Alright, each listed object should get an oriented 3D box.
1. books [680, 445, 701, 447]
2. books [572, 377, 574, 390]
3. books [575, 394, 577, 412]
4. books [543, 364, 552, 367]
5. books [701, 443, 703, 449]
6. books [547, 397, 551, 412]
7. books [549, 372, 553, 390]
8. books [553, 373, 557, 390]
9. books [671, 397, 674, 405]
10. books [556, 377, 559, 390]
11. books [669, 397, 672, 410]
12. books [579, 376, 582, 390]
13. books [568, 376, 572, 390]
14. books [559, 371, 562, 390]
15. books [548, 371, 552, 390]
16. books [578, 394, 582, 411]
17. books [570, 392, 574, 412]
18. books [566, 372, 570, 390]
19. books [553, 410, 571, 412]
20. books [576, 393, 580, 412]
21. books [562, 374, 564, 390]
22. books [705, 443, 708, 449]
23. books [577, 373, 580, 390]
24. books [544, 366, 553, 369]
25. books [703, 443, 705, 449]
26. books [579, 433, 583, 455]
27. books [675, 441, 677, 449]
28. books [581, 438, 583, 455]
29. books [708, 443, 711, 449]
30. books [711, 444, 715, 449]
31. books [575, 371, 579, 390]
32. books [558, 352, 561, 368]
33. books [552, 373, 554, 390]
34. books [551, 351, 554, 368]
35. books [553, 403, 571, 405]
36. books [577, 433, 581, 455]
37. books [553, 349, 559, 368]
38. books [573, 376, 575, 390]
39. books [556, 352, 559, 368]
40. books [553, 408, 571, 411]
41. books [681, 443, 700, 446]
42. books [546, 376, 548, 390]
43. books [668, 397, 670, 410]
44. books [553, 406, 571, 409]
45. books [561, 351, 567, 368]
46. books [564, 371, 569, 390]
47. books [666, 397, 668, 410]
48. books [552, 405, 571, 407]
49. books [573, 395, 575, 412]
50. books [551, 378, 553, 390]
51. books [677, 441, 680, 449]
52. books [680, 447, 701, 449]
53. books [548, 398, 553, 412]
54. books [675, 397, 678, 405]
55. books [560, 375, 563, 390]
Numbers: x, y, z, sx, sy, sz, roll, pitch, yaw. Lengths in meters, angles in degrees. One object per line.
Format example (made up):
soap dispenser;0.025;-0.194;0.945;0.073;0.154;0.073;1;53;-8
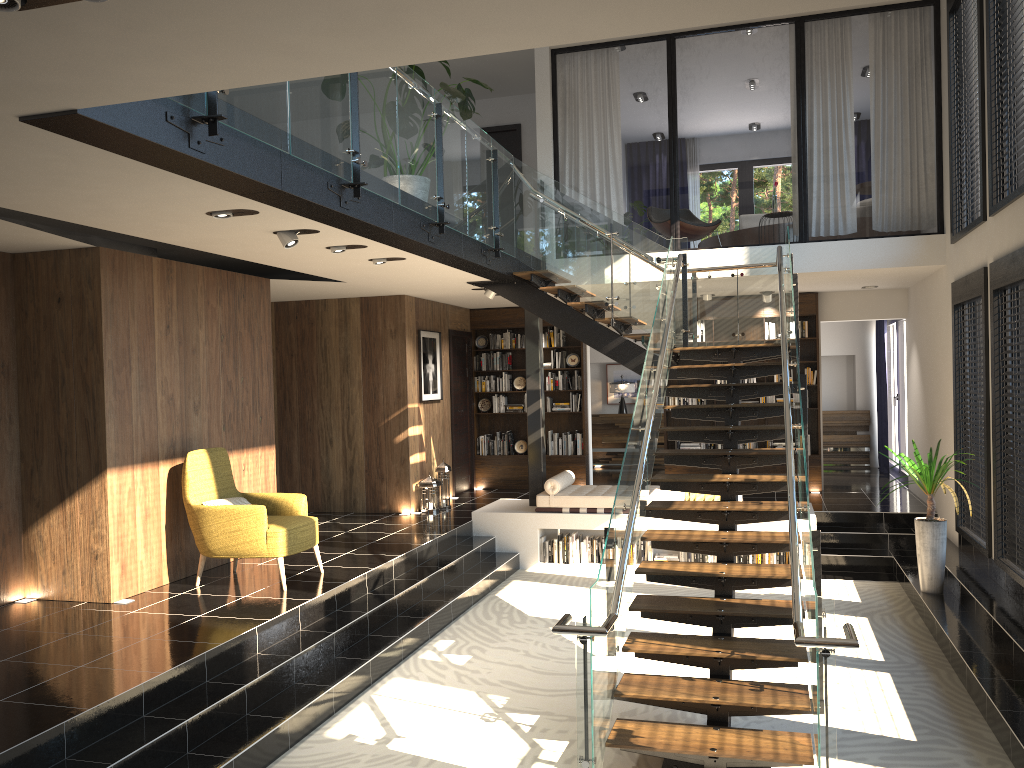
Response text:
books;2.522;0.877;12.524;0.271;0.025;0.156;-1;0;17
books;0.900;-0.010;12.919;0.026;0.190;0.121;-1;1;16
books;0.953;0.272;12.961;0.038;0.257;0.138;-1;1;16
books;0.469;-0.272;13.093;0.266;0.030;0.209;-1;0;17
books;2.672;0.849;12.450;0.030;0.284;0.177;-1;1;16
books;0.546;0.299;13.069;0.028;0.224;0.161;-1;1;16
books;0.577;-0.043;13.001;0.019;0.272;0.175;-1;1;16
books;0.634;-0.035;12.974;0.021;0.253;0.167;-1;1;16
books;2.279;0.269;12.539;0.028;0.199;0.175;-1;1;16
books;0.682;-0.007;12.953;0.032;0.195;0.183;-1;1;16
books;2.251;0.229;12.548;0.028;0.282;0.168;-1;1;16
books;1.011;-0.015;12.863;0.026;0.196;0.170;-1;1;16
books;0.861;-0.012;12.940;0.060;0.196;0.119;-1;1;16
books;0.712;-0.051;12.966;0.020;0.281;0.153;-1;1;16
books;0.561;-0.047;13.024;0.025;0.280;0.145;-1;1;16
books;0.993;0.273;12.896;0.047;0.253;0.210;-1;1;16
books;0.882;0.263;12.948;0.014;0.279;0.202;-1;1;16
books;0.816;-0.044;12.925;0.016;0.262;0.155;-1;1;16
books;0.740;0.395;13.010;0.245;0.021;0.159;-1;0;18
books;0.965;0.267;12.909;0.013;0.267;0.177;-1;1;16
books;0.765;-0.031;12.964;0.030;0.239;0.146;-1;1;16
books;2.738;0.839;12.445;0.036;0.302;0.186;-1;1;16
books;0.973;-0.040;12.897;0.018;0.246;0.144;-1;1;16
books;0.473;-0.241;13.106;0.239;0.033;0.176;-1;0;13
books;2.706;0.835;12.458;0.031;0.310;0.169;-1;1;16
books;1.011;0.876;12.913;0.029;0.306;0.149;-1;1;16
books;2.339;0.864;12.579;0.025;0.270;0.156;-1;1;16
books;1.042;0.905;12.915;0.029;0.247;0.139;-1;1;16
books;2.773;0.883;12.458;0.023;0.212;0.123;-1;1;16
books;2.815;0.860;12.428;0.075;0.255;0.181;-1;1;16
books;0.950;-0.055;12.880;0.016;0.278;0.201;-1;1;16
books;0.723;-0.349;13.005;0.047;0.238;0.225;-1;1;16
books;0.620;-0.035;12.987;0.014;0.253;0.169;-1;1;16
books;0.618;-0.360;13.032;0.023;0.264;0.218;-1;1;16
books;0.740;0.293;13.020;0.239;0.031;0.146;-1;0;16
books;0.982;0.873;12.928;0.035;0.315;0.168;-1;1;16
books;0.647;-0.371;13.006;0.049;0.286;0.259;-1;1;16
books;0.917;-0.020;12.894;0.020;0.209;0.147;-1;1;16
books;0.684;-0.347;12.998;0.025;0.235;0.232;-1;1;16
books;0.736;0.371;12.999;0.271;0.028;0.174;-1;0;12
books;2.518;0.852;12.514;0.257;0.024;0.167;-1;0;16
books;0.536;-0.012;13.040;0.033;0.211;0.132;-1;1;16
books;2.234;0.251;12.588;0.028;0.237;0.134;-1;1;16
books;0.738;0.342;13.007;0.263;0.030;0.159;-1;0;13
books;0.758;-0.356;12.979;0.035;0.251;0.196;-1;1;16
books;0.793;-0.051;12.939;0.037;0.277;0.179;-1;1;16
books;2.207;0.257;12.592;0.025;0.227;0.156;-1;1;16
books;0.739;0.318;13.012;0.266;0.019;0.157;-1;0;18
books;0.917;0.278;12.928;0.014;0.247;0.192;-1;1;16
books;0.602;0.002;13.000;0.028;0.180;0.130;-1;1;16
books;2.351;0.829;12.528;0.028;0.340;0.203;-1;1;16
books;2.519;0.905;12.511;0.287;0.030;0.176;-1;0;14
books;0.569;0.307;13.033;0.036;0.206;0.215;-1;1;16
books;2.328;0.239;12.525;0.029;0.258;0.181;-1;1;16
books;0.732;-0.020;12.949;0.027;0.219;0.139;-1;1;16
